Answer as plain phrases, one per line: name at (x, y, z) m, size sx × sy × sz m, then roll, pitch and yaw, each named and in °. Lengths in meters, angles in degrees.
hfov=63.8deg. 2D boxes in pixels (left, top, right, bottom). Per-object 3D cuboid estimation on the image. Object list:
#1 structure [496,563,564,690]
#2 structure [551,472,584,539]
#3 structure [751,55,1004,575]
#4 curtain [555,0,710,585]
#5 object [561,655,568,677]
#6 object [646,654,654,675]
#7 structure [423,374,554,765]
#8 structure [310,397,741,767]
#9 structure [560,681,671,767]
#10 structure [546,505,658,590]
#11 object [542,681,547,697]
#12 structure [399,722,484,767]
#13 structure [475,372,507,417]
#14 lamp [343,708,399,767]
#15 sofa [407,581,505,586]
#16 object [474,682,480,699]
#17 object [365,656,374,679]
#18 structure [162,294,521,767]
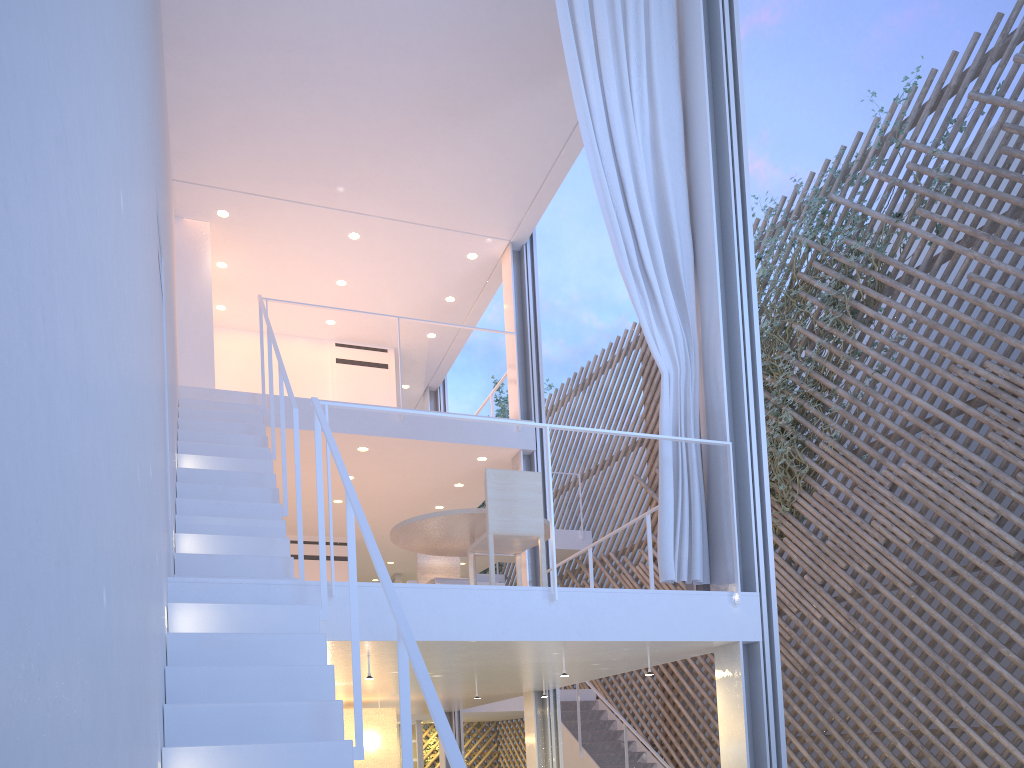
structure at (-0.096, 2.089, 7.760) m, size 0.536 × 1.753 × 1.345 m, roll -1°, pitch -11°, yaw -26°
structure at (0.044, 0.961, 6.674) m, size 1.146 × 0.530 × 0.028 m, roll 5°, pitch -5°, yaw -20°
structure at (1.772, 0.024, 4.796) m, size 0.743 × 2.524 × 2.531 m, roll 0°, pitch -13°, yaw -29°
curtain at (0.401, -0.466, 2.805) m, size 0.514 × 2.262 × 0.101 m, roll -1°, pitch -3°, yaw -24°
object at (0.180, 0.976, 2.855) m, size 0.029 × 0.074 × 0.030 m, roll -2°, pitch -6°, yaw -10°
object at (-0.592, 1.660, 3.480) m, size 1.684 × 0.751 × 2.009 m, roll 6°, pitch -23°, yaw -21°
structure at (-0.548, 2.553, 9.358) m, size 1.115 × 4.199 × 3.550 m, roll -1°, pitch -11°, yaw -23°
structure at (0.365, 0.653, 1.787) m, size 1.369 × 1.658 × 1.555 m, roll 1°, pitch -13°, yaw -20°
structure at (0.550, 2.533, 5.792) m, size 1.190 × 1.813 × 2.114 m, roll 2°, pitch -15°, yaw -27°
structure at (0.483, 0.928, 3.709) m, size 0.028 × 0.506 × 1.857 m, roll -2°, pitch -21°, yaw -21°
object at (0.152, 1.448, 3.906) m, size 0.029 × 0.074 × 0.030 m, roll -2°, pitch -6°, yaw -10°
structure at (-0.673, 3.696, 8.300) m, size 1.145 × 1.867 × 0.304 m, roll 0°, pitch -4°, yaw -21°
structure at (-0.218, 0.448, 5.507) m, size 0.028 × 0.506 × 1.859 m, roll -2°, pitch -21°, yaw -21°
lamp at (-1.205, 2.402, 5.367) m, size 0.449 × 0.386 × 2.520 m, roll 2°, pitch -24°, yaw -19°
sofa at (-0.426, 1.349, 4.454) m, size 0.502 × 0.336 × 1.075 m, roll 3°, pitch -23°, yaw -19°
object at (-0.163, 1.412, 3.790) m, size 0.029 × 0.074 × 0.030 m, roll -2°, pitch -6°, yaw -10°
object at (-0.455, 0.902, 2.621) m, size 0.029 × 0.074 × 0.030 m, roll -2°, pitch -6°, yaw -10°
structure at (-0.089, 0.395, 2.445) m, size 1.731 × 3.053 × 3.969 m, roll 0°, pitch -16°, yaw -20°
